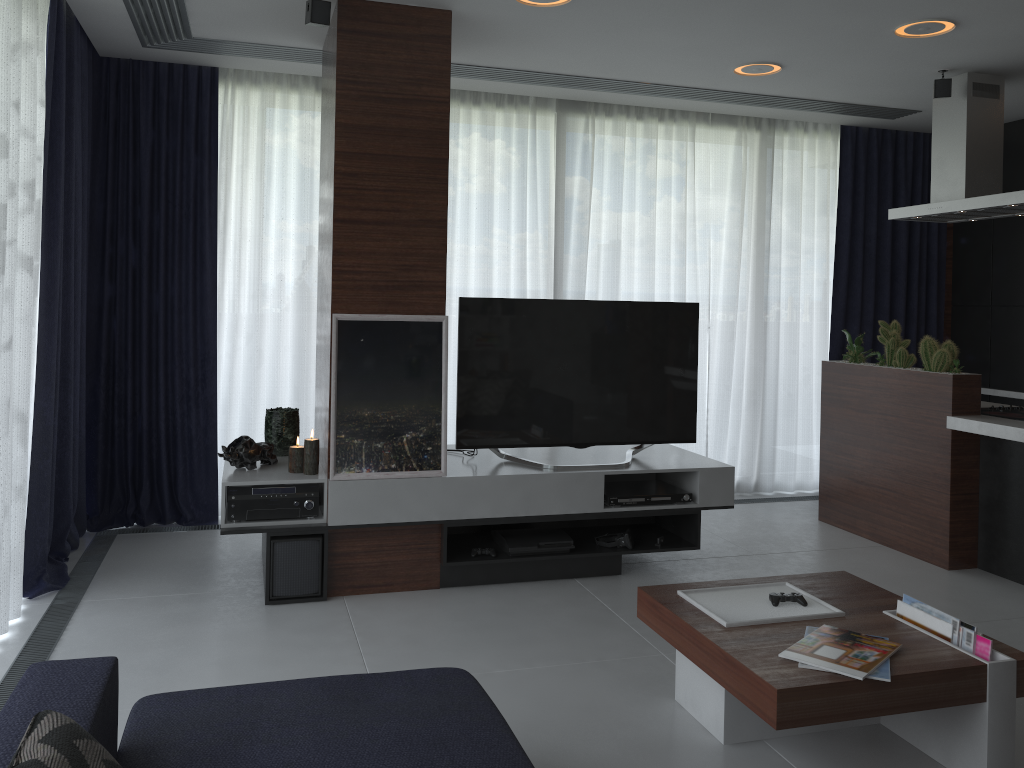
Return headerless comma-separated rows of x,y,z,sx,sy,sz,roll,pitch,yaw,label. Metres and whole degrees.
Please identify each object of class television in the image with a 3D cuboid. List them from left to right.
0.331,-0.013,4.266,1.230,0.785,0.298,0,1,-17,television

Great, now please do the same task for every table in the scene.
0.908,0.865,2.636,0.800,0.352,0.808,0,4,-17,table

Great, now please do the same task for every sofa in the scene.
0.561,0.823,1.600,2.871,0.607,1.906,0,5,-17,sofa

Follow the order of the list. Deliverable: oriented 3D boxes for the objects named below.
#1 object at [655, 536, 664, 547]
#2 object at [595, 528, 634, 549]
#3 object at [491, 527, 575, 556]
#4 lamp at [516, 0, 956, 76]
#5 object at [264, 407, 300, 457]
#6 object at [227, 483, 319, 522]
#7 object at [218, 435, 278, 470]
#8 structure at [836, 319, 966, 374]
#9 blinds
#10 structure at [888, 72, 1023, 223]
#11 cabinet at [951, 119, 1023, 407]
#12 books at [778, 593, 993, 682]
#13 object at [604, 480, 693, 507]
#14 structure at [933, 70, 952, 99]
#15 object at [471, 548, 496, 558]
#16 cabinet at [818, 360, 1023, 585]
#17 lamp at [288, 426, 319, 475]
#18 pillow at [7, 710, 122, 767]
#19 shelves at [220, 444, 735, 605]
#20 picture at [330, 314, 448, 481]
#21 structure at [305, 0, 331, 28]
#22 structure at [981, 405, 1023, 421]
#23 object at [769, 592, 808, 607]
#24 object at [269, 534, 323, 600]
0.703,0.748,4.189,0.044,0.043,0.044,0,3,-16,object
0.483,0.727,4.185,0.184,0.079,0.117,2,4,13,object
0.093,0.728,4.123,0.314,0.067,0.315,0,5,-17,object
4.022,-1.472,3.368,9.585,0.084,5.364,-2,6,-30,lamp
-1.120,0.233,4.303,0.168,0.229,0.168,0,2,-40,object
-1.045,0.485,3.858,0.369,0.150,0.370,0,5,-17,object
-1.177,0.302,3.943,0.137,0.150,0.311,3,4,31,object
2.096,-0.215,4.855,0.222,0.285,1.004,1,5,-14,structure
1.168,-0.313,2.361,5.796,2.767,7.163,0,5,-13,blinds
2.552,-1.283,4.688,0.446,0.758,1.047,1,3,-17,structure
3.963,-0.360,4.776,0.705,2.548,3.490,1,3,-17,cabinet
4.022,0.656,4.755,8.239,0.372,0.406,-3,5,-38,books
0.602,0.530,4.286,0.430,0.053,0.337,0,5,-17,object
2.302,-1.594,4.723,0.084,0.142,0.114,2,2,23,structure
-0.128,0.753,3.968,0.112,0.036,0.071,1,4,-4,object
2.693,-0.304,3.853,0.786,2.546,3.346,1,3,-17,cabinet
-0.910,0.284,3.867,0.153,0.211,0.077,2,1,32,lamp
-0.540,0.649,1.154,0.286,0.344,0.416,1,3,-12,pillow
-0.183,0.614,4.330,2.348,0.498,0.876,0,4,-17,shelves
-0.523,0.052,3.799,0.500,0.700,0.053,1,0,-17,picture
-0.813,-1.569,3.703,0.084,0.142,0.114,1,2,-27,structure
2.624,0.174,4.360,0.504,0.057,0.767,0,5,-17,structure
0.858,0.667,2.755,0.112,0.036,0.071,1,4,-4,object
-0.931,0.755,3.785,0.213,0.251,0.255,1,3,-17,object
